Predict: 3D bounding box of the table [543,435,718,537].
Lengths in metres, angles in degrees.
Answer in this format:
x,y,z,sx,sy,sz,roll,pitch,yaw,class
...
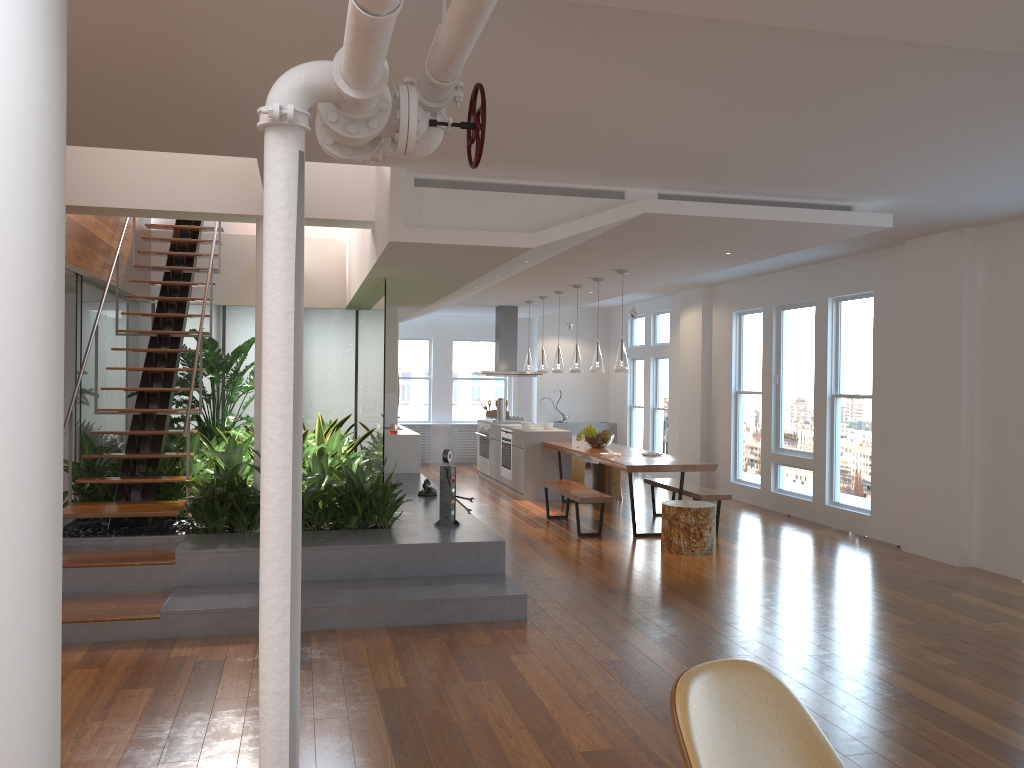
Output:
x,y,z,sx,sy,sz,roll,pitch,yaw,class
0.748,1.056,10.902,0.893,0.704,5.996,1,0,-13,table

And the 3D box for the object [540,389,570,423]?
x,y,z,sx,sy,sz,roll,pitch,yaw,class
0.745,0.373,15.012,0.590,0.563,0.210,0,0,-42,object

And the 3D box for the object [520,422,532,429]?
x,y,z,sx,sy,sz,roll,pitch,yaw,class
0.181,0.528,11.216,0.152,0.082,0.152,1,0,26,object

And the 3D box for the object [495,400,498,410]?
x,y,z,sx,sy,sz,roll,pitch,yaw,class
-0.224,0.393,13.514,0.061,0.299,0.040,1,0,-16,object

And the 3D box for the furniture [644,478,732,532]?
x,y,z,sx,sy,sz,roll,pitch,yaw,class
1.768,1.238,9.086,0.316,0.389,1.433,1,0,-13,furniture

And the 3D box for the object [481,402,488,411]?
x,y,z,sx,sy,sz,roll,pitch,yaw,class
-0.375,0.408,13.476,0.199,0.259,0.016,1,0,-3,object

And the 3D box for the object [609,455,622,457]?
x,y,z,sx,sy,sz,roll,pitch,yaw,class
1.014,0.713,8.778,0.149,0.014,0.044,1,0,-15,object

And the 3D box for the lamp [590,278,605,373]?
x,y,z,sx,sy,sz,roll,pitch,yaw,class
0.903,-0.648,9.305,0.160,1.060,0.160,1,0,14,lamp

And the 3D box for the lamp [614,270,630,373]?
x,y,z,sx,sy,sz,roll,pitch,yaw,class
1.071,-0.643,8.601,0.160,1.060,0.160,1,0,14,lamp

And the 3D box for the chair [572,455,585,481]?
x,y,z,sx,sy,sz,roll,pitch,yaw,class
0.848,1.182,13.072,0.344,0.430,0.549,1,0,-9,chair

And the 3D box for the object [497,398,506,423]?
x,y,z,sx,sy,sz,roll,pitch,yaw,class
-0.138,0.380,12.595,0.120,0.356,0.172,1,0,35,object

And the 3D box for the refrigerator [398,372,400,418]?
x,y,z,sx,sy,sz,roll,pitch,yaw,class
-2.019,0.454,13.044,0.725,1.772,0.908,1,0,-13,refrigerator

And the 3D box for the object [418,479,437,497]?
x,y,z,sx,sy,sz,roll,pitch,yaw,class
-0.796,0.956,8.216,0.181,0.155,0.216,1,0,41,object

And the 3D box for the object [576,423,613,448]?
x,y,z,sx,sy,sz,roll,pitch,yaw,class
0.936,0.577,9.913,0.292,0.284,0.394,1,0,41,object

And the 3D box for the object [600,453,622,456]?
x,y,z,sx,sy,sz,roll,pitch,yaw,class
0.997,0.709,8.912,0.222,0.020,0.222,1,0,27,object

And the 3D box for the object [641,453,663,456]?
x,y,z,sx,sy,sz,roll,pitch,yaw,class
1.418,0.714,8.963,0.222,0.020,0.222,1,0,-21,object

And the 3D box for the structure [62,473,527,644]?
x,y,z,sx,sy,sz,roll,pitch,yaw,class
-2.056,1.213,7.736,3.088,0.386,5.584,1,0,-13,structure

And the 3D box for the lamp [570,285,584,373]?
x,y,z,sx,sy,sz,roll,pitch,yaw,class
0.736,-0.654,10.008,0.160,1.060,0.160,1,0,14,lamp

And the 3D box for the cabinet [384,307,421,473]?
x,y,z,sx,sy,sz,roll,pitch,yaw,class
-1.898,0.244,12.307,0.676,2.280,4.565,1,0,-13,cabinet

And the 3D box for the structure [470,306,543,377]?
x,y,z,sx,sy,sz,roll,pitch,yaw,class
-0.082,-0.811,13.042,0.909,1.405,0.900,1,0,-13,structure

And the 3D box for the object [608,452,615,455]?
x,y,z,sx,sy,sz,roll,pitch,yaw,class
0.997,0.703,8.912,0.079,0.030,0.070,1,0,40,object

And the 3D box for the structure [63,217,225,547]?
x,y,z,sx,sy,sz,roll,pitch,yaw,class
-2.391,-0.880,8.321,2.552,4.265,4.591,1,0,-13,structure

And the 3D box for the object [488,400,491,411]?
x,y,z,sx,sy,sz,roll,pitch,yaw,class
-0.340,0.391,13.487,0.055,0.299,0.027,1,0,-13,object

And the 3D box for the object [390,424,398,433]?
x,y,z,sx,sy,sz,roll,pitch,yaw,class
-1.376,0.521,10.309,0.094,0.106,0.094,1,0,-8,object

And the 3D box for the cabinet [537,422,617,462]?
x,y,z,sx,sy,sz,roll,pitch,yaw,class
1.101,1.021,15.147,1.309,0.725,0.420,1,0,-13,cabinet

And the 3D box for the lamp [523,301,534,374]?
x,y,z,sx,sy,sz,roll,pitch,yaw,class
0.232,-0.671,12.118,0.160,1.060,0.160,1,0,14,lamp

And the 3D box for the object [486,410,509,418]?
x,y,z,sx,sy,sz,roll,pitch,yaw,class
-0.223,0.472,13.505,0.353,0.157,0.084,1,0,-13,object

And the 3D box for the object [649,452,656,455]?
x,y,z,sx,sy,sz,roll,pitch,yaw,class
1.418,0.708,8.963,0.079,0.030,0.070,1,0,30,object

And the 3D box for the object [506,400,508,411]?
x,y,z,sx,sy,sz,roll,pitch,yaw,class
-0.093,0.395,13.546,0.057,0.294,0.030,1,0,-13,object

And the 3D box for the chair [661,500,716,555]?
x,y,z,sx,sy,sz,roll,pitch,yaw,class
1.521,1.233,7.651,0.460,0.400,0.460,1,0,-3,chair

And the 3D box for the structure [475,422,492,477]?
x,y,z,sx,sy,sz,roll,pitch,yaw,class
-0.150,0.945,13.056,0.649,0.735,0.890,1,0,-13,structure

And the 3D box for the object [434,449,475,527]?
x,y,z,sx,sy,sz,roll,pitch,yaw,class
-0.411,0.768,6.541,0.318,0.565,0.134,1,0,23,object

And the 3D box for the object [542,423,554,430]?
x,y,z,sx,sy,sz,roll,pitch,yaw,class
0.452,0.531,11.153,0.152,0.082,0.152,1,0,37,object

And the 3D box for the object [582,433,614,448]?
x,y,z,sx,sy,sz,roll,pitch,yaw,class
0.963,0.641,9.906,0.360,0.159,0.360,1,0,40,object

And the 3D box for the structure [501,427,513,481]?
x,y,z,sx,sy,sz,roll,pitch,yaw,class
-0.063,0.910,11.625,0.072,0.648,0.644,1,0,-13,structure

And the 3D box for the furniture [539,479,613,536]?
x,y,z,sx,sy,sz,roll,pitch,yaw,class
0.608,1.226,8.809,0.316,0.389,1.433,1,0,-13,furniture

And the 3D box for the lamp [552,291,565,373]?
x,y,z,sx,sy,sz,roll,pitch,yaw,class
0.568,-0.660,10.711,0.160,1.060,0.160,1,0,14,lamp

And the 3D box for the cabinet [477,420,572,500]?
x,y,z,sx,sy,sz,roll,pitch,yaw,class
0.100,0.978,12.182,0.597,0.832,2.936,1,0,-13,cabinet

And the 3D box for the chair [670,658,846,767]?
x,y,z,sx,sy,sz,roll,pitch,yaw,class
0.824,1.095,1.948,0.856,0.752,0.867,1,0,-8,chair

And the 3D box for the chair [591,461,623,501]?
x,y,z,sx,sy,sz,roll,pitch,yaw,class
1.161,1.191,10.870,0.396,0.455,0.402,1,0,-23,chair

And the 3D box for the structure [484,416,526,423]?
x,y,z,sx,sy,sz,roll,pitch,yaw,class
-0.107,0.520,13.075,0.520,0.073,0.650,1,0,-13,structure

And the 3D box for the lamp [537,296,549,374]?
x,y,z,sx,sy,sz,roll,pitch,yaw,class
0.400,-0.665,11.414,0.160,1.060,0.160,1,0,14,lamp
